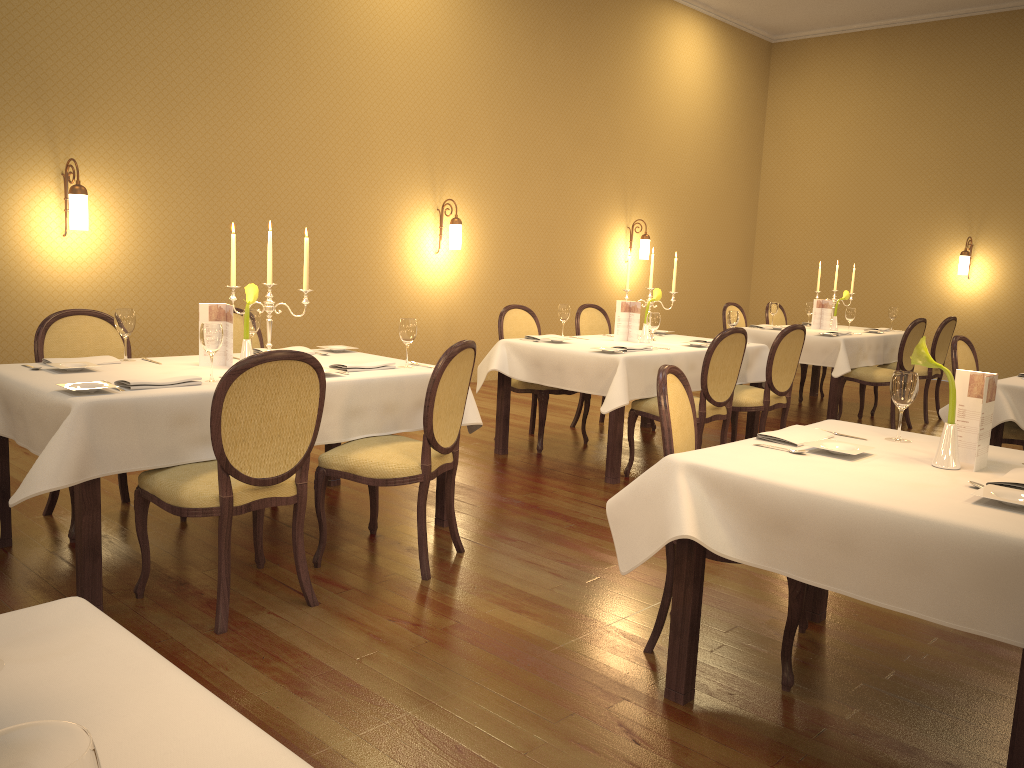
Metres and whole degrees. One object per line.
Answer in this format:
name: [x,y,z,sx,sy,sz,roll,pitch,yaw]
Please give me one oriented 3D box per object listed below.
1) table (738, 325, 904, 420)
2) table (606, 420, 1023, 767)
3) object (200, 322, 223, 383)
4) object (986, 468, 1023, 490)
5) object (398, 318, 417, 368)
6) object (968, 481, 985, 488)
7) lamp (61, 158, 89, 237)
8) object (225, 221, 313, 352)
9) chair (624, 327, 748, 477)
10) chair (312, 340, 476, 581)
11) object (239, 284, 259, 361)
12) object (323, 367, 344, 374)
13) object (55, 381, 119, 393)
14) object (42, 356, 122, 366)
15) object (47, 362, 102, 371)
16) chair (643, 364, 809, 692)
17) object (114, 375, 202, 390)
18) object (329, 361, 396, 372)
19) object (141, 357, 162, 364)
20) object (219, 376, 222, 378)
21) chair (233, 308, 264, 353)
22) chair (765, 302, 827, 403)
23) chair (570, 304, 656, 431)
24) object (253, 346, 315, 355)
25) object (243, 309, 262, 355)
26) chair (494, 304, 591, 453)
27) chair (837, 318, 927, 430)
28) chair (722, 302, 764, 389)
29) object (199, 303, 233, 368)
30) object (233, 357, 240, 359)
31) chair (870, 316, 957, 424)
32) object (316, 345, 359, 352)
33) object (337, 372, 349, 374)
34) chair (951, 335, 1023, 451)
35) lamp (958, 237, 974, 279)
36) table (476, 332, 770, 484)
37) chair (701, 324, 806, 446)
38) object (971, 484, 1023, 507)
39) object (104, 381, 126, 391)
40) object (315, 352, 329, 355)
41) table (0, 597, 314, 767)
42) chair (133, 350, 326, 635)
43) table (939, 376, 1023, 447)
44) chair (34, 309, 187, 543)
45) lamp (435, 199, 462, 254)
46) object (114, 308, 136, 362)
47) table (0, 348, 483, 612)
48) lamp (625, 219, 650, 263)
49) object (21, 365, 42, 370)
table: [2.871,-0.134,8.287,1.385,0.759,2.152,11,11,43]
table: [1.132,0.601,2.658,1.395,0.759,1.389,-5,12,-45]
object: [-1.167,-0.122,3.444,0.088,0.229,0.088,3,8,1]
object: [1.395,0.259,2.389,0.142,0.033,0.273,10,11,43]
object: [-0.489,-0.191,4.150,0.088,0.229,0.088,3,8,1]
object: [1.269,0.276,2.280,0.181,0.015,0.038,11,12,44]
lamp: [-2.921,-1.230,5.851,0.323,0.513,0.114,8,10,32]
object: [-1.096,-0.412,4.007,0.390,0.655,0.131,1,8,-13]
chair: [1.066,0.110,5.341,0.571,0.955,0.530,10,11,43]
chair: [-0.466,0.272,3.716,0.571,0.955,0.530,6,9,18]
object: [-1.128,-0.245,3.796,0.076,0.375,0.163,-1,9,-25]
object: [-0.827,-0.048,3.768,0.160,0.024,0.160,10,11,43]
object: [-1.485,0.017,3.103,0.160,0.024,0.160,10,11,43]
object: [-1.829,-0.097,3.775,0.142,0.024,0.273,10,11,43]
object: [-1.765,-0.065,3.571,0.160,0.024,0.160,10,11,43]
chair: [0.756,0.433,3.020,0.571,0.955,0.530,6,9,23]
object: [-1.321,-0.009,3.318,0.142,0.033,0.273,10,11,43]
object: [-0.681,-0.084,4.044,0.142,0.033,0.273,10,11,43]
object: [-1.594,-0.103,3.928,0.185,0.010,0.017,11,11,43]
object: [-1.121,-0.021,3.526,0.185,0.010,0.017,11,12,44]
chair: [-1.296,0.087,4.708,0.571,0.955,0.530,6,9,23]
chair: [2.857,-0.336,9.008,0.571,0.955,0.530,10,11,43]
chair: [0.781,-0.120,6.826,0.571,0.955,0.530,10,11,43]
object: [-1.139,-0.162,4.425,0.142,0.033,0.273,10,11,43]
object: [-1.248,-0.245,4.258,0.088,0.229,0.088,2,8,-5]
chair: [0.201,-0.060,6.218,0.571,0.955,0.530,10,11,43]
chair: [3.142,-0.106,7.522,0.571,0.955,0.530,10,11,43]
chair: [2.277,-0.276,8.399,0.571,0.955,0.530,10,11,43]
object: [-1.268,-0.211,3.865,0.166,0.277,0.081,5,9,14]
object: [-1.330,-0.130,4.205,0.185,0.010,0.017,11,11,43]
chair: [3.673,-0.161,8.081,0.571,0.955,0.530,10,11,43]
object: [-0.915,-0.181,4.653,0.160,0.024,0.160,10,11,43]
object: [-0.774,-0.057,3.890,0.185,0.010,0.017,11,12,44]
chair: [2.869,0.214,5.238,0.571,0.955,0.530,10,11,43]
lamp: [5.509,-1.532,10.767,0.114,0.513,0.323,8,10,32]
table: [0.795,0.082,6.106,1.385,0.759,2.152,11,11,43]
chair: [1.597,0.055,5.899,0.571,0.955,0.530,10,11,43]
object: [1.232,0.285,2.175,0.160,0.024,0.160,10,11,43]
object: [-1.447,0.007,3.209,0.181,0.015,0.038,11,12,44]
object: [-0.988,-0.160,4.508,0.181,0.015,0.038,11,12,44]
table: [-0.723,0.794,0.708,1.395,0.759,1.389,-5,12,-45]
chair: [-0.990,0.324,3.180,0.571,0.955,0.530,10,11,43]
table: [3.223,0.384,4.855,1.395,0.759,1.389,-5,12,-45]
chair: [-1.855,0.154,4.057,0.571,0.955,0.530,10,11,43]
lamp: [-0.608,-1.470,8.281,0.323,0.513,0.114,8,10,32]
object: [-1.703,-0.216,3.906,0.088,0.229,0.088,3,8,1]
table: [-1.262,0.296,3.945,1.385,0.759,2.152,11,11,43]
lamp: [1.478,-1.688,10.473,0.323,0.513,0.114,8,10,32]
object: [-1.940,-0.071,3.581,0.181,0.015,0.038,11,12,44]
